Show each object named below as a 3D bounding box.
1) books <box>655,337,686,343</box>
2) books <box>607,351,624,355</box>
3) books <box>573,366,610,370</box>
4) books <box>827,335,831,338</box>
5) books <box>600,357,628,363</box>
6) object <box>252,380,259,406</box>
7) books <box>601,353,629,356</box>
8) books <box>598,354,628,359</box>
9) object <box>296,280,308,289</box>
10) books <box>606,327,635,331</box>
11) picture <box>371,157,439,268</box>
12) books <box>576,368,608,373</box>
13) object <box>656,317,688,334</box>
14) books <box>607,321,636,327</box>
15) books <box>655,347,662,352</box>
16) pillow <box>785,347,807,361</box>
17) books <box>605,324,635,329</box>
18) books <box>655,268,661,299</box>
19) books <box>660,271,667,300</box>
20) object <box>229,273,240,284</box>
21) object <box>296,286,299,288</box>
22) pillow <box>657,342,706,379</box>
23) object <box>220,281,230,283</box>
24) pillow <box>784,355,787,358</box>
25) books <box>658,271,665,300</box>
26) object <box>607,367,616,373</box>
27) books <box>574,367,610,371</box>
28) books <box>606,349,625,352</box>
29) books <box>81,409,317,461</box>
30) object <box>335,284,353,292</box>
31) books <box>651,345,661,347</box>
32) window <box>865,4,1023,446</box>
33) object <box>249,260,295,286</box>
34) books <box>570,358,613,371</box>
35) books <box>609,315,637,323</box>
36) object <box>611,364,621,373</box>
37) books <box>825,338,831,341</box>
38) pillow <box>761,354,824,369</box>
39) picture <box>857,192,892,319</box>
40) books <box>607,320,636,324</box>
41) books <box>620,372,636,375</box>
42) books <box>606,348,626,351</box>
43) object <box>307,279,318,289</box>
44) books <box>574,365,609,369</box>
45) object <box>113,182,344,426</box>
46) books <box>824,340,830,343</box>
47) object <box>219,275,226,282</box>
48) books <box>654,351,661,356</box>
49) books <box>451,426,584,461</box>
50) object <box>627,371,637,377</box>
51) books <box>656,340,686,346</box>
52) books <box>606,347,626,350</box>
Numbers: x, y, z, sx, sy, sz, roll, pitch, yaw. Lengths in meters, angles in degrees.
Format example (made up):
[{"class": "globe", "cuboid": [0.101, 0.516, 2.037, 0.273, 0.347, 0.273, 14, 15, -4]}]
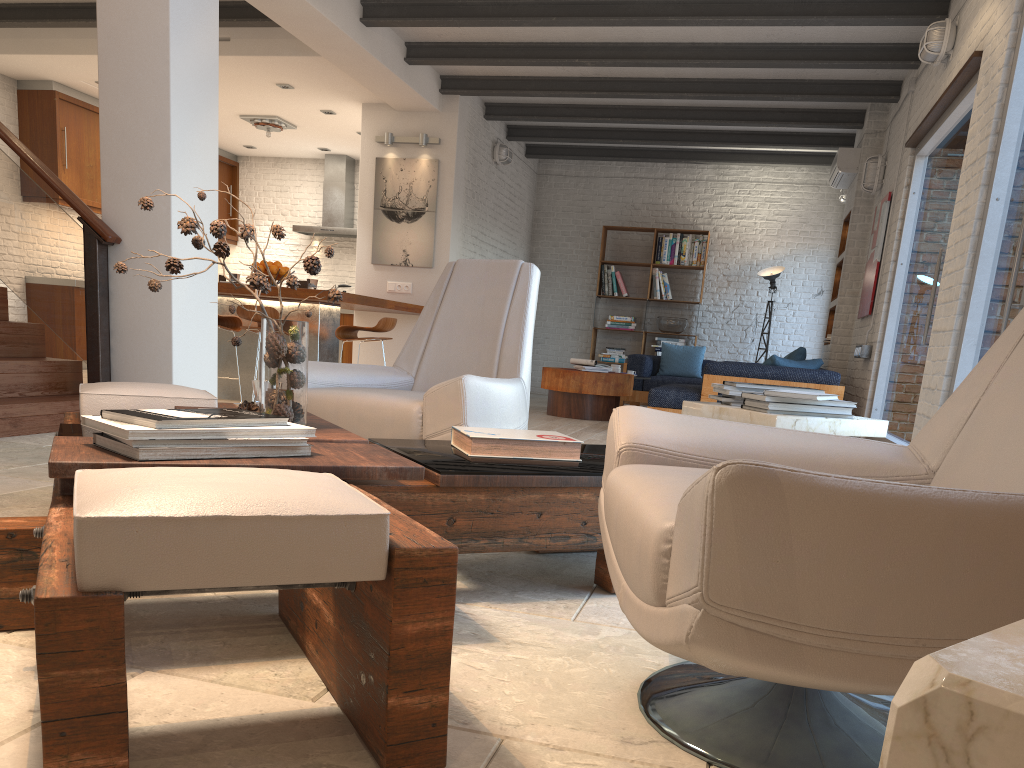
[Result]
[{"class": "books", "cuboid": [2.051, -0.567, 11.248, 0.378, 0.037, 0.239, 5, 3, 14]}, {"class": "books", "cuboid": [1.365, -0.413, 11.468, 0.205, 0.035, 0.130, 5, 3, 14]}, {"class": "books", "cuboid": [0.766, -0.154, 8.421, 0.253, 0.011, 0.310, 4, 3, -17]}, {"class": "books", "cuboid": [3.269, -0.475, 8.828, 0.131, 0.035, 0.203, 6, 3, 24]}, {"class": "books", "cuboid": [1.358, -0.311, 11.468, 0.323, 0.057, 0.251, 6, 3, 24]}, {"class": "object", "cuboid": [-0.735, 0.035, 2.619, 0.091, 0.087, 0.088, 1, 8, -26]}, {"class": "books", "cuboid": [1.359, -0.386, 11.451, 0.379, 0.019, 0.238, 5, 3, 6]}, {"class": "books", "cuboid": [1.344, -0.360, 11.470, 0.378, 0.037, 0.239, 5, 3, 14]}, {"class": "object", "cuboid": [-1.686, -0.787, 7.017, 0.094, 0.084, 0.111, 0, 8, -31]}, {"class": "books", "cuboid": [1.423, -0.714, 11.373, 0.354, 0.021, 0.266, 5, 3, 14]}, {"class": "picture", "cuboid": [-1.063, -1.693, 8.625, 0.652, 1.046, 0.019, 7, 13, 13]}, {"class": "books", "cuboid": [0.773, -0.131, 8.426, 0.253, 0.011, 0.310, 4, 3, -7]}, {"class": "object", "cuboid": [2.053, -0.748, 11.224, 0.400, 0.207, 0.393, 1, 6, -34]}, {"class": "books", "cuboid": [1.427, -0.779, 11.345, 0.379, 0.037, 0.239, 5, 3, 7]}, {"class": "books", "cuboid": [2.014, -0.435, 11.257, 0.325, 0.057, 0.249, 5, 3, 9]}, {"class": "pillow", "cuboid": [2.676, -0.141, 8.404, 0.253, 0.427, 1.187, 7, 4, 14]}, {"class": "books", "cuboid": [1.415, -0.743, 11.362, 0.378, 0.037, 0.239, 5, 3, 9]}, {"class": "books", "cuboid": [1.870, -1.269, 11.141, 0.103, 0.395, 0.237, 8, 10, 14]}, {"class": "books", "cuboid": [1.945, -1.246, 11.146, 0.124, 0.359, 0.265, 8, 10, 14]}, {"class": "object", "cuboid": [-2.247, -0.849, 7.058, 0.091, 0.087, 0.089, 6, 8, 11]}, {"class": "object", "cuboid": [-1.574, -0.751, 6.953, 0.393, 0.036, 0.194, 6, 3, 17]}, {"class": "pillow", "cuboid": [2.031, -0.276, 10.431, 0.553, 0.421, 0.217, 6, 11, 12]}, {"class": "object", "cuboid": [-2.314, -0.820, 7.118, 0.285, 0.036, 0.201, 5, 3, 14]}, {"class": "pillow", "cuboid": [3.027, -0.149, 9.686, 0.242, 0.409, 1.083, 7, 4, 13]}, {"class": "books", "cuboid": [1.922, -1.248, 11.142, 0.124, 0.359, 0.265, 8, 10, 14]}, {"class": "object", "cuboid": [0.965, -0.146, 8.678, 0.146, 0.057, 0.171, 5, 4, 3]}, {"class": "books", "cuboid": [0.775, -0.143, 8.439, 0.253, 0.011, 0.310, 4, 3, -17]}, {"class": "books", "cuboid": [1.364, -0.440, 11.470, 0.236, 0.019, 0.167, 5, 3, 7]}, {"class": "books", "cuboid": [-0.630, 0.100, 1.790, 0.399, 0.076, 0.245, 2, 5, -44]}, {"class": "object", "cuboid": [-2.192, -1.161, 11.396, 0.258, 0.283, 0.259, 10, 10, 35]}, {"class": "books", "cuboid": [2.036, -0.473, 11.257, 0.442, 0.021, 0.266, 5, 3, 14]}, {"class": "window", "cuboid": [2.812, -2.561, 4.360, 0.644, 6.572, 12.080, 8, 6, 14]}, {"class": "object", "cuboid": [-1.945, -0.883, 7.069, 0.366, 0.228, 0.353, 3, 6, -21]}, {"class": "books", "cuboid": [0.773, -0.181, 8.485, 0.271, 0.112, 0.315, 1, 6, -43]}, {"class": "books", "cuboid": [1.443, -0.846, 11.345, 0.324, 0.057, 0.250, 6, 3, 16]}, {"class": "object", "cuboid": [1.062, -0.143, 8.960, 0.106, 0.111, 0.106, 9, 9, 30]}, {"class": "books", "cuboid": [3.264, -0.448, 8.827, 0.170, 0.019, 0.232, 6, 3, 16]}, {"class": "pillow", "cuboid": [2.233, -0.067, 7.166, 0.565, 0.338, 0.366, 2, 8, -26]}, {"class": "picture", "cuboid": [3.068, -1.059, 7.400, 0.019, 0.988, 0.725, 8, 10, 14]}, {"class": "books", "cuboid": [1.432, -0.808, 11.358, 0.354, 0.021, 0.266, 5, 3, 12]}, {"class": "books", "cuboid": [1.218, -0.113, 9.521, 0.231, 0.023, 0.158, 3, 3, -28]}, {"class": "books", "cuboid": [1.369, -0.453, 11.458, 0.241, 0.008, 0.153, 5, 3, 14]}, {"class": "object", "cuboid": [-1.584, -0.787, 6.914, 0.090, 0.087, 0.089, 9, 9, 29]}, {"class": "books", "cuboid": [0.763, -0.164, 8.410, 0.253, 0.011, 0.310, 4, 3, -12]}, {"class": "object", "cuboid": [-0.709, -0.197, 2.192, 0.543, 0.625, 0.306, 2, 11, -15]}, {"class": "books", "cuboid": [3.258, -0.423, 8.847, 0.160, 0.017, 0.248, 6, 3, 24]}, {"class": "object", "cuboid": [-2.337, -0.849, 7.175, 0.114, 0.084, 0.092, 6, 7, 14]}, {"class": "books", "cuboid": [2.038, -0.372, 11.276, 0.379, 0.066, 0.238, 5, 3, 0]}, {"class": "books", "cuboid": [0.009, 0.171, 2.521, 0.327, 0.058, 0.248, 4, 3, -16]}, {"class": "object", "cuboid": [1.234, -0.109, 9.112, 0.154, 0.059, 0.264, 5, 3, 7]}, {"class": "books", "cuboid": [2.052, -0.515, 11.262, 0.379, 0.066, 0.239, 5, 3, 8]}, {"class": "books", "cuboid": [1.369, -0.465, 11.442, 0.251, 0.017, 0.159, 5, 3, 14]}]
